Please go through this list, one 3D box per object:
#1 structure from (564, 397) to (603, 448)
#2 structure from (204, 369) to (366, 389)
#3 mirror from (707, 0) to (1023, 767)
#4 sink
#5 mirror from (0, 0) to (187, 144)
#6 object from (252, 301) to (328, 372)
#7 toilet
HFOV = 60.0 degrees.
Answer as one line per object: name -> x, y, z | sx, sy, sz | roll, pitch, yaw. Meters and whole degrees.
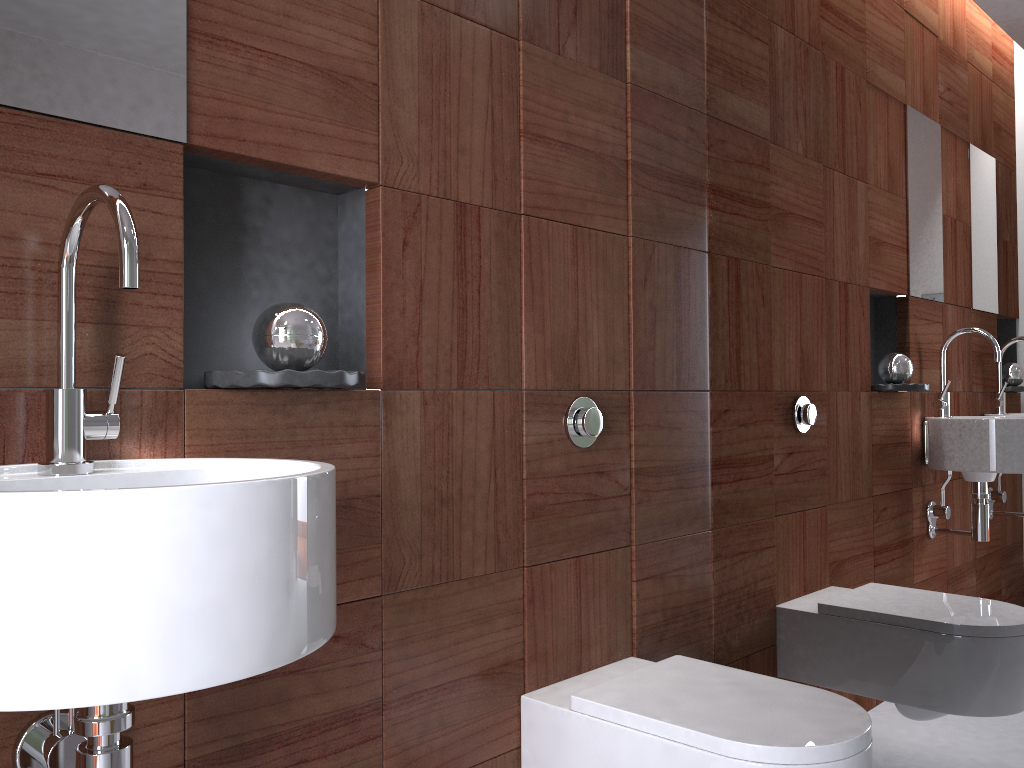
structure -> 0.144, 0.073, 1.695 | 0.034, 0.098, 0.098 | -2, -2, 44
structure -> -0.320, -0.005, 1.256 | 0.222, 0.023, 0.220 | -1, -1, 34
mirror -> 0.973, -0.269, 1.539 | 1.433, 2.183, 0.019 | -2, -2, 44
sink -> -0.387, 0.145, 0.883 | 0.417, 0.715, 0.415 | -2, -2, 44
mirror -> -0.538, -0.631, 1.045 | 0.010, 0.635, 0.316 | -2, -2, 44
object -> -0.747, -0.070, 0.802 | 0.104, 0.104, 1.350 | -2, -2, 44
toilet -> 0.325, 0.666, 1.499 | 0.547, 0.284, 0.329 | -2, -2, 44
